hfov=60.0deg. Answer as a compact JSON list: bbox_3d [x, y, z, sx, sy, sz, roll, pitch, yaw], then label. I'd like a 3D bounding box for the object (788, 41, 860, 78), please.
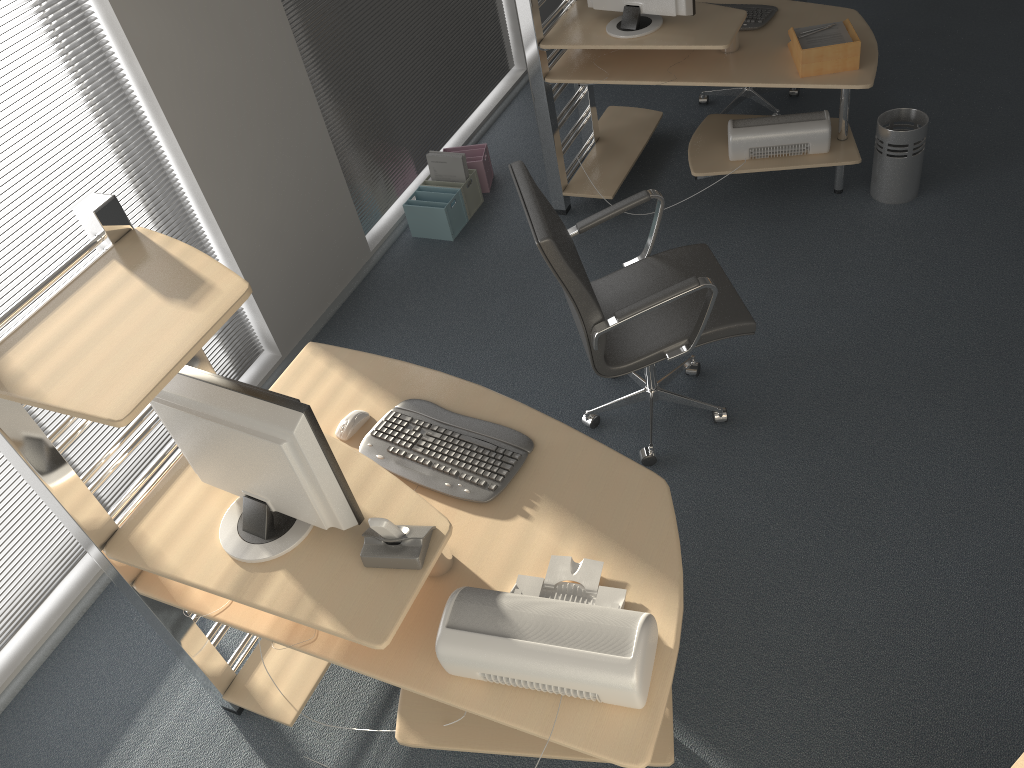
[{"bbox_3d":[1.274,-1.370,3.640,0.225,0.060,0.309,-5,43,10],"label":"object"}]

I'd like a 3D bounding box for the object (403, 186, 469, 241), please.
[{"bbox_3d":[-0.388,-0.876,4.567,0.245,0.202,0.185,10,48,25],"label":"object"}]

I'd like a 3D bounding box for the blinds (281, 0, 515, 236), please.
[{"bbox_3d":[-0.642,-2.380,4.182,0.022,2.770,1.950,10,48,25],"label":"blinds"}]

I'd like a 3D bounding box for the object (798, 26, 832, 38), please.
[{"bbox_3d":[1.255,-1.457,3.667,0.159,0.009,0.008,-22,43,-8],"label":"object"}]

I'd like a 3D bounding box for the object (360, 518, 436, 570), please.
[{"bbox_3d":[-0.269,0.318,1.969,0.150,0.151,0.119,-1,44,15],"label":"object"}]

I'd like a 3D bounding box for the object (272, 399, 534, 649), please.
[{"bbox_3d":[-0.324,0.367,2.296,0.478,0.082,0.814,17,51,30],"label":"object"}]

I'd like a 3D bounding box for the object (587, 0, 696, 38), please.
[{"bbox_3d":[0.485,-1.706,3.713,0.245,0.418,0.516,-39,48,-24],"label":"object"}]

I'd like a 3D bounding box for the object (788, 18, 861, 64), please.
[{"bbox_3d":[1.264,-1.410,3.602,0.225,0.060,0.309,-5,43,10],"label":"object"}]

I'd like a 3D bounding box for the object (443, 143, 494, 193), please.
[{"bbox_3d":[-0.246,-1.160,4.829,0.245,0.202,0.185,-3,44,12],"label":"object"}]

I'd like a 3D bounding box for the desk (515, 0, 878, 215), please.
[{"bbox_3d":[0.918,-1.632,3.987,1.469,1.566,0.967,10,48,25],"label":"desk"}]

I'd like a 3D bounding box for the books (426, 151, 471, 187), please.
[{"bbox_3d":[-0.320,-1.062,4.642,0.220,0.306,0.068,10,48,25],"label":"books"}]

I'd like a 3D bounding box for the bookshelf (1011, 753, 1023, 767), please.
[{"bbox_3d":[1.071,0.716,1.453,0.724,1.572,0.381,-34,46,-21],"label":"bookshelf"}]

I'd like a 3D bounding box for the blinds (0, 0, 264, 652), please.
[{"bbox_3d":[-1.775,-0.475,2.469,0.037,2.749,1.950,10,48,25],"label":"blinds"}]

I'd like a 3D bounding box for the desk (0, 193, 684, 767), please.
[{"bbox_3d":[-0.213,0.269,2.279,1.469,1.566,0.967,10,48,25],"label":"desk"}]

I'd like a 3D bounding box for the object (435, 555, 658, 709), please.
[{"bbox_3d":[0.094,0.484,1.920,0.438,0.162,0.351,4,45,19],"label":"object"}]

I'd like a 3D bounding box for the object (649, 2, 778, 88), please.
[{"bbox_3d":[0.835,-1.516,3.978,0.478,0.082,0.814,17,51,30],"label":"object"}]

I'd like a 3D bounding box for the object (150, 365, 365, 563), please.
[{"bbox_3d":[-0.635,0.179,2.018,0.516,0.418,0.245,23,54,34],"label":"object"}]

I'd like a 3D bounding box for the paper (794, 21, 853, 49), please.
[{"bbox_3d":[1.267,-1.399,3.615,0.210,0.010,0.297,-5,43,10],"label":"paper"}]

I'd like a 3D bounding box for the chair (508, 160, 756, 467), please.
[{"bbox_3d":[0.438,-0.270,3.056,0.652,1.048,0.584,-15,42,0],"label":"chair"}]

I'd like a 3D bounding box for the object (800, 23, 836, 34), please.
[{"bbox_3d":[1.272,-1.476,3.682,0.159,0.009,0.008,-16,42,-2],"label":"object"}]

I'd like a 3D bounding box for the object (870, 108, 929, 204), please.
[{"bbox_3d":[1.745,-1.023,4.007,0.208,0.377,0.208,-23,43,-9],"label":"object"}]

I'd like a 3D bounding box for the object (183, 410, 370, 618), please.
[{"bbox_3d":[-0.642,0.330,2.418,0.168,0.088,0.742,12,49,26],"label":"object"}]

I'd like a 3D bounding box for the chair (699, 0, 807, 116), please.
[{"bbox_3d":[1.219,-1.919,4.593,0.584,1.048,0.652,0,44,15],"label":"chair"}]

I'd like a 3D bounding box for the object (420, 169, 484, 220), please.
[{"bbox_3d":[-0.313,-1.002,4.680,0.245,0.202,0.185,10,48,25],"label":"object"}]

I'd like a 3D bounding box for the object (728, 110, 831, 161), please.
[{"bbox_3d":[1.211,-1.186,4.054,0.438,0.162,0.351,-2,44,14],"label":"object"}]
